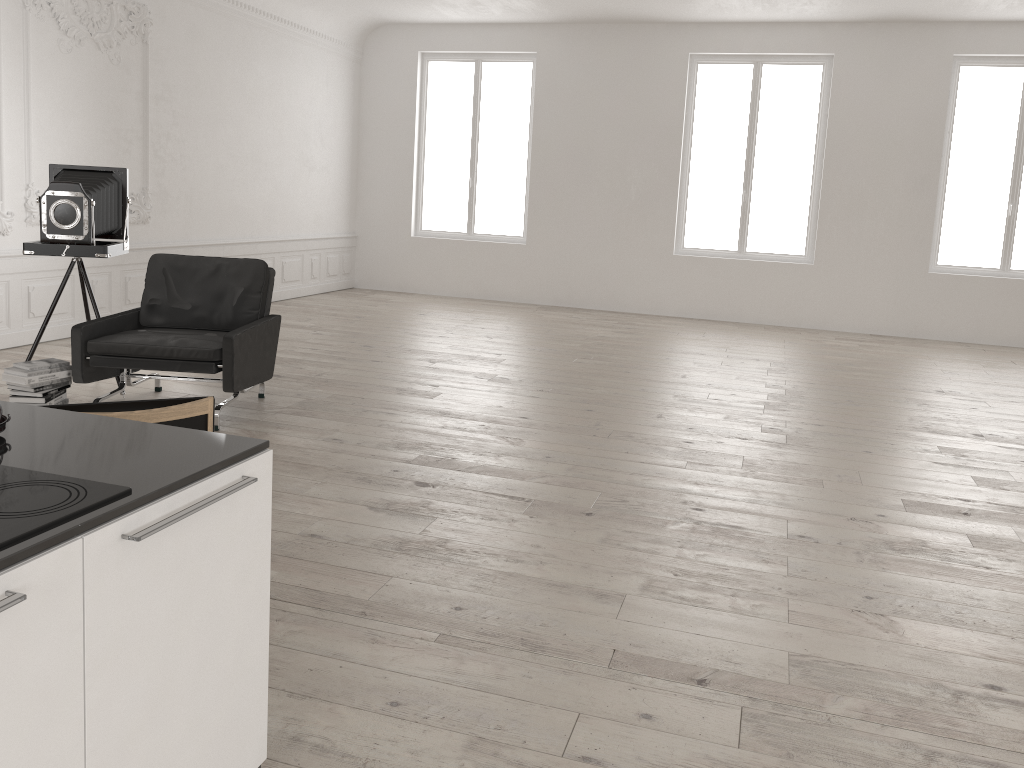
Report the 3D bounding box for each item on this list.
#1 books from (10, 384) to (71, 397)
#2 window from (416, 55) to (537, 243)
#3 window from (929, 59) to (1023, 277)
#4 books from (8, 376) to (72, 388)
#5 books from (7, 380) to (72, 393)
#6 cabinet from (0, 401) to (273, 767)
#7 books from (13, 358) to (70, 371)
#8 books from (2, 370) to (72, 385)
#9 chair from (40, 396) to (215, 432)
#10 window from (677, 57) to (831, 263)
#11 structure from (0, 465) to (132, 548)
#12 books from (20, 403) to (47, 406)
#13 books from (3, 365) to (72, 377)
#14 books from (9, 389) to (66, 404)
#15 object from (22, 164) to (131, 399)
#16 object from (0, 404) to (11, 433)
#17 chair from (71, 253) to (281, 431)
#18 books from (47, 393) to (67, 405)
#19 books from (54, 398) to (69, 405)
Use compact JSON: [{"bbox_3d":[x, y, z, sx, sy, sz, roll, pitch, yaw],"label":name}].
[{"bbox_3d":[-2.759,0.029,5.176,0.199,0.025,0.280,4,12,4],"label":"books"},{"bbox_3d":[-0.529,-3.352,12.575,1.729,2.552,0.071,6,8,17],"label":"window"},{"bbox_3d":[6.097,-2.577,10.613,1.729,2.552,0.071,6,8,17],"label":"window"},{"bbox_3d":[-2.765,-0.023,5.171,0.199,0.025,0.283,8,13,22],"label":"books"},{"bbox_3d":[-2.763,0.002,5.176,0.199,0.025,0.277,7,12,17],"label":"books"},{"bbox_3d":[-2.185,0.642,1.278,2.711,0.872,2.488,6,12,16],"label":"cabinet"},{"bbox_3d":[-2.755,-0.115,5.177,0.173,0.022,0.244,10,14,30],"label":"books"},{"bbox_3d":[-2.763,-0.052,5.151,0.199,0.040,0.313,8,13,22],"label":"books"},{"bbox_3d":[-1.371,0.369,3.063,0.631,0.762,0.790,-2,11,-28],"label":"chair"},{"bbox_3d":[3.109,-2.926,11.498,1.729,2.552,0.071,6,8,17],"label":"window"},{"bbox_3d":[-1.037,0.218,1.418,0.507,0.021,0.635,7,12,16],"label":"structure"},{"bbox_3d":[-2.776,0.092,5.199,0.193,0.030,0.256,2,12,-4],"label":"books"},{"bbox_3d":[-2.763,-0.087,5.157,0.206,0.026,0.292,8,13,24],"label":"books"},{"bbox_3d":[-2.770,0.061,5.172,0.198,0.034,0.304,2,12,-6],"label":"books"},{"bbox_3d":[-2.917,-0.715,5.999,0.711,1.505,0.663,2,8,-8],"label":"object"},{"bbox_3d":[-1.345,-0.121,1.850,0.512,0.485,0.170,1,8,-11],"label":"object"},{"bbox_3d":[-2.083,-0.319,5.672,0.974,0.952,1.101,3,10,1],"label":"chair"},{"bbox_3d":[-2.776,0.092,5.199,0.198,0.034,0.262,2,12,-4],"label":"books"},{"bbox_3d":[-2.774,0.126,5.188,0.205,0.026,0.293,3,12,-2],"label":"books"}]
